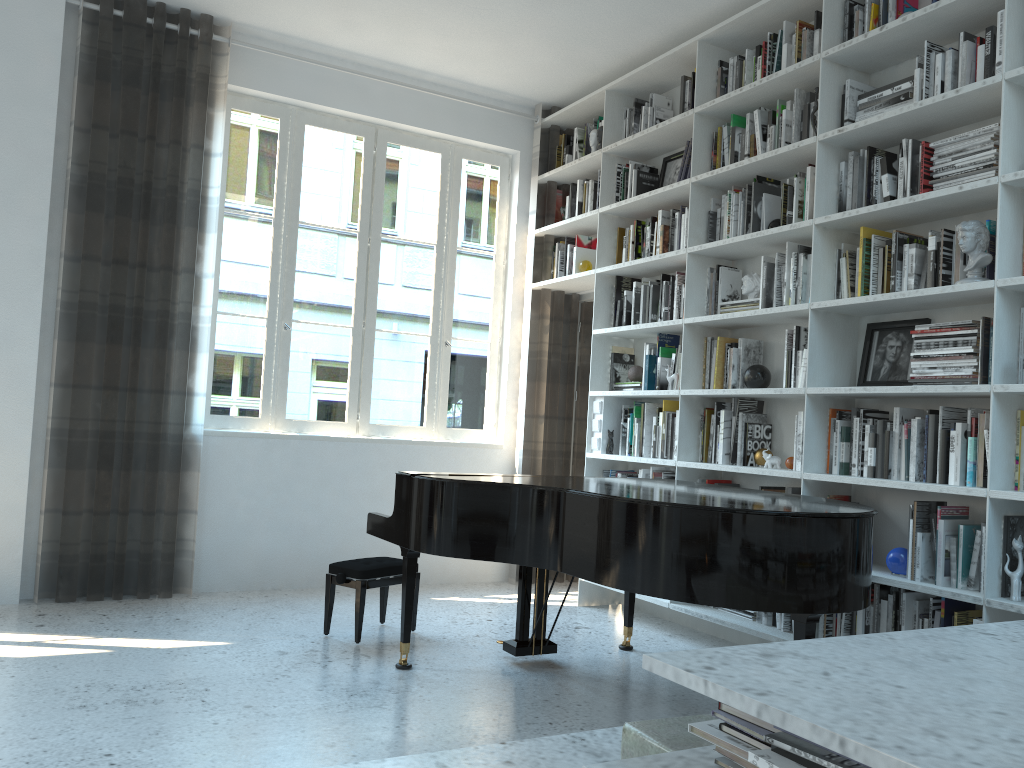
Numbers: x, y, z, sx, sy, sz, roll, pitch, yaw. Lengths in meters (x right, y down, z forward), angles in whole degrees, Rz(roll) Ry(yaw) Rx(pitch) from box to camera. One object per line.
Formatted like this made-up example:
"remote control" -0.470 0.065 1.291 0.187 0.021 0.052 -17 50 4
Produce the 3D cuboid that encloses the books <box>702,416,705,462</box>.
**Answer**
"books" 1.059 0.290 4.595 0.157 0.239 0.030 5 -3 -29

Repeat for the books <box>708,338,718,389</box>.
"books" 1.093 -0.092 4.607 0.154 0.275 0.026 5 -3 -29

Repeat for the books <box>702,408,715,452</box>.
"books" 1.053 0.268 4.616 0.146 0.283 0.013 5 -3 -29

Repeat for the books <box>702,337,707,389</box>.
"books" 1.071 -0.096 4.658 0.159 0.285 0.012 5 -3 -29

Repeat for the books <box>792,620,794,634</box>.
"books" 1.333 0.982 4.003 0.181 0.275 0.073 5 -3 -29

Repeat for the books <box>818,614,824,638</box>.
"books" 1.407 0.988 3.845 0.183 0.256 0.026 5 -3 -29

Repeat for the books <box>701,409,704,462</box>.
"books" 1.054 0.273 4.632 0.147 0.275 0.013 5 -3 -29

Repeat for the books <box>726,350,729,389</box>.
"books" 1.156 -0.062 4.473 0.180 0.208 0.011 5 -3 -29

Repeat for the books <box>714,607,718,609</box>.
"books" 1.083 0.988 4.477 0.129 0.282 0.027 5 -3 -29

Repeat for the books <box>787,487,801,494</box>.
"books" 1.327 0.627 4.104 0.134 0.294 0.025 5 -3 -29

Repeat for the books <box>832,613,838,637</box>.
"books" 1.441 0.947 3.825 0.140 0.340 0.014 5 -3 -29

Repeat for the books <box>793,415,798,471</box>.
"books" 1.358 0.273 4.072 0.161 0.254 0.012 5 -3 -29

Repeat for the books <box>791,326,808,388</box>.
"books" 1.365 -0.114 4.114 0.166 0.298 0.012 5 -3 -29

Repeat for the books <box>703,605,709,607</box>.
"books" 1.049 1.014 4.517 0.164 0.231 0.023 5 -3 -29

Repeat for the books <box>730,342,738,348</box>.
"books" 1.165 -0.080 4.500 0.142 0.247 0.028 5 -3 -29

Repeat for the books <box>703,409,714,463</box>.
"books" 1.063 0.272 4.573 0.181 0.272 0.012 5 -3 -29

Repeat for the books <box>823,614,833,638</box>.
"books" 1.419 0.966 3.829 0.184 0.300 0.014 5 -3 -29

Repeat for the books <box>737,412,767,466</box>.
"books" 1.181 0.274 4.366 0.163 0.261 0.027 5 -3 -29

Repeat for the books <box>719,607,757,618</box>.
"books" 1.148 1.109 4.326 0.161 0.007 0.254 5 -3 -25

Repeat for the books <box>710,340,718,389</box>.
"books" 1.102 -0.088 4.577 0.166 0.263 0.036 5 -3 -29

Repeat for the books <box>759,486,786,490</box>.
"books" 1.240 0.633 4.242 0.159 0.285 0.012 5 -3 -29

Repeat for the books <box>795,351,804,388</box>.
"books" 1.378 -0.056 4.096 0.154 0.182 0.030 5 -3 -29

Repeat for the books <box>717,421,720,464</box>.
"books" 1.115 0.300 4.491 0.172 0.215 0.021 5 -3 -29

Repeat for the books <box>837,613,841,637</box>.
"books" 1.455 0.985 3.800 0.145 0.263 0.025 5 -3 -29

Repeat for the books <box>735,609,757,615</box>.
"books" 1.155 1.095 4.330 0.161 0.007 0.254 5 -3 -28

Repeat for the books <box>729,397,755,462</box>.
"books" 1.159 0.239 4.466 0.138 0.339 0.013 5 -3 -29

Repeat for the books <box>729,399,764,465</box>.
"books" 1.166 0.242 4.402 0.166 0.328 0.050 5 -3 -29

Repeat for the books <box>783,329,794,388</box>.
"books" 1.338 -0.106 4.154 0.159 0.285 0.012 5 -3 -29

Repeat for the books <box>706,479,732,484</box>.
"books" 1.060 0.638 4.567 0.161 0.288 0.013 5 -3 -29

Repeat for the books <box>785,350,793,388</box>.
"books" 1.340 -0.058 4.134 0.154 0.186 0.025 5 -3 -29

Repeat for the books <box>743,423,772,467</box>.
"books" 1.205 0.299 4.350 0.160 0.212 0.023 5 -3 -29

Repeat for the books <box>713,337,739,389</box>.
"books" 1.114 -0.095 4.519 0.190 0.274 0.026 5 -3 -29

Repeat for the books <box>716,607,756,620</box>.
"books" 1.156 1.116 4.330 0.159 0.007 0.285 5 -3 -29

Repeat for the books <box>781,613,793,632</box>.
"books" 1.300 0.982 4.035 0.180 0.274 0.012 5 -3 -29

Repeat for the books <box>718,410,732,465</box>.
"books" 1.125 0.272 4.470 0.185 0.269 0.027 5 -3 -29

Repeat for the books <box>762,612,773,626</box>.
"books" 1.248 1.021 4.144 0.178 0.202 0.029 5 -3 -29

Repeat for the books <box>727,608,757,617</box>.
"books" 1.156 1.103 4.331 0.161 0.007 0.254 5 -3 -29

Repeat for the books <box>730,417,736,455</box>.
"books" 1.159 0.287 4.442 0.135 0.241 0.029 5 -3 -29

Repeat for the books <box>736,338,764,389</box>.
"books" 1.190 -0.091 4.438 0.144 0.266 0.028 5 -3 -29

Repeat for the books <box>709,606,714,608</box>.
"books" 1.068 1.016 4.500 0.139 0.227 0.027 5 -3 -29

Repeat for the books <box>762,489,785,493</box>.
"books" 1.241 0.640 4.229 0.142 0.270 0.012 5 -3 -29

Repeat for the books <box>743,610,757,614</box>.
"books" 1.149 1.088 4.327 0.159 0.007 0.285 5 -3 -33

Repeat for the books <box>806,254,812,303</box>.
"books" 1.419 -0.459 4.083 0.152 0.256 0.022 5 -3 -29

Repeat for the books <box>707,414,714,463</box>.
"books" 1.082 0.285 4.553 0.162 0.248 0.042 5 -3 -29

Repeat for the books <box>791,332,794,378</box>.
"books" 1.362 -0.110 4.125 0.156 0.291 0.011 5 -3 -29

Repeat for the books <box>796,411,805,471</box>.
"books" 1.366 0.264 4.038 0.159 0.269 0.027 5 -3 -29

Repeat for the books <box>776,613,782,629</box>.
"books" 1.285 0.995 4.082 0.177 0.253 0.062 5 -3 -29

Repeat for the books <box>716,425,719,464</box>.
"books" 1.107 0.310 4.513 0.157 0.196 0.024 5 -3 -29

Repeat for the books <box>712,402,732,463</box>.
"books" 1.097 0.252 4.530 0.166 0.313 0.014 5 -3 -29

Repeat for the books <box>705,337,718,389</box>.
"books" 1.077 -0.097 4.627 0.145 0.284 0.025 5 -3 -29

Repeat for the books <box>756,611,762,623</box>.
"books" 1.222 0.996 4.189 0.161 0.254 0.012 5 -3 -29

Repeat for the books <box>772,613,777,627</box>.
"books" 1.274 1.004 4.125 0.136 0.238 0.028 5 -3 -29

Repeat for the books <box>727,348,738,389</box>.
"books" 1.162 -0.067 4.454 0.175 0.216 0.028 5 -3 -29

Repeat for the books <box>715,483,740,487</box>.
"books" 1.092 0.645 4.524 0.146 0.273 0.026 5 -3 -29

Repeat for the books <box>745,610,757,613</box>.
"books" 1.148 1.081 4.324 0.159 0.007 0.285 5 -3 -24

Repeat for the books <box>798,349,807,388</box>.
"books" 1.386 -0.061 4.051 0.156 0.188 0.057 5 -3 -29

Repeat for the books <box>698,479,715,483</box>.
"books" 1.029 0.641 4.630 0.159 0.285 0.012 5 -3 -29

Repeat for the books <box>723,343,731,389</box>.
"books" 1.141 -0.079 4.510 0.153 0.243 0.014 5 -3 -29
